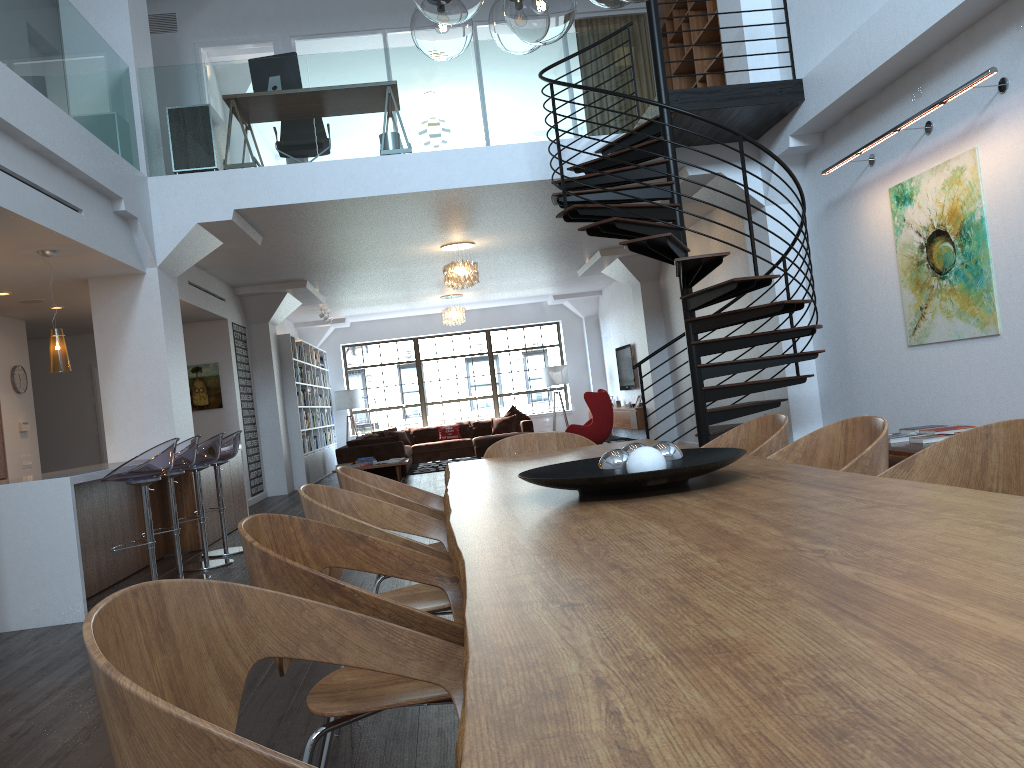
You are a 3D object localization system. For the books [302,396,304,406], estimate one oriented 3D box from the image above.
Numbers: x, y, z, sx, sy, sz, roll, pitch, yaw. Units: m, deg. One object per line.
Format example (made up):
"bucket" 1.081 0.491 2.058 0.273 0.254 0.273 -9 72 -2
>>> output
"books" -3.494 0.249 14.437 0.170 0.245 0.057 -7 -1 -5

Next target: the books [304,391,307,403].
"books" -3.523 0.254 14.773 0.182 0.253 0.034 -7 -1 -5

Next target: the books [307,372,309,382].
"books" -3.607 -0.092 15.345 0.161 0.223 0.026 -7 -1 -5

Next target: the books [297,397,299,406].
"books" -3.427 0.281 13.992 0.110 0.153 0.019 -7 -1 -5

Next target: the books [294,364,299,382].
"books" -3.498 -0.158 14.116 0.176 0.290 0.053 -7 -1 -5

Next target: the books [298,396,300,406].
"books" -3.429 0.278 14.057 0.106 0.162 0.032 -7 -1 -5

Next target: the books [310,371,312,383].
"books" -3.635 -0.097 15.701 0.159 0.250 0.026 -7 -1 -5

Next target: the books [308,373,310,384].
"books" -3.621 -0.101 15.440 0.170 0.245 0.057 -7 -1 -5

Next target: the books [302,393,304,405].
"books" -3.491 0.261 14.505 0.161 0.223 0.027 -7 -1 -5

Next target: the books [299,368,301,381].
"books" -3.554 -0.122 14.549 0.171 0.246 0.039 -7 -1 -5

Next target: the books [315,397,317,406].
"books" -3.613 0.284 15.920 0.174 0.251 0.051 -7 -1 -5

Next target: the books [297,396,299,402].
"books" -3.434 0.276 14.030 0.120 0.167 0.020 -7 -1 -5

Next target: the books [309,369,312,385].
"books" -3.645 -0.114 15.627 0.197 0.283 0.065 -7 -1 -5

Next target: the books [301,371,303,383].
"books" -3.551 -0.109 14.660 0.161 0.223 0.032 -7 -1 -5

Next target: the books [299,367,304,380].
"books" -3.593 -0.132 14.848 0.198 0.284 0.049 -7 -1 -5

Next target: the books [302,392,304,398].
"books" -3.507 0.260 14.563 0.167 0.230 0.037 -7 -1 -5

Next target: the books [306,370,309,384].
"books" -3.600 -0.110 15.243 0.182 0.253 0.034 -7 -1 -5

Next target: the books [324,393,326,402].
"books" -3.750 0.321 17.418 0.180 0.259 0.042 -7 -1 -5

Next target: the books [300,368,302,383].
"books" -3.564 -0.124 14.622 0.183 0.253 0.042 -7 -1 -5

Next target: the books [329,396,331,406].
"books" -3.790 0.359 18.067 0.182 0.215 0.188 -7 -1 -5

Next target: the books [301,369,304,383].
"books" -3.562 -0.115 14.735 0.174 0.240 0.054 -7 -1 -5

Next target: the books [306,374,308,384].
"books" -3.580 -0.115 15.070 0.182 0.253 0.034 -7 -1 -5

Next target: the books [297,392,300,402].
"books" -3.455 0.247 14.115 0.140 0.231 0.042 -7 -1 -5

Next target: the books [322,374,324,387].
"books" -3.767 -0.057 17.262 0.183 0.253 0.034 -7 -1 -5

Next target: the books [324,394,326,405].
"books" -3.738 0.325 17.339 0.171 0.246 0.039 -7 -1 -5

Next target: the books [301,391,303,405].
"books" -3.486 0.251 14.386 0.174 0.239 0.045 -7 -1 -5

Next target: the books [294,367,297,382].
"books" -3.497 -0.135 14.037 0.174 0.242 0.105 -7 -1 -5

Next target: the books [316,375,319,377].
"books" -3.741 -0.056 16.867 0.140 0.231 0.042 -7 -1 -5

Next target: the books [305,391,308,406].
"books" -3.515 0.254 14.808 0.182 0.253 0.034 -7 -1 -5

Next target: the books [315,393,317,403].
"books" -3.634 0.293 16.093 0.171 0.246 0.036 -7 -1 -5

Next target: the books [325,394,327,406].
"books" -3.751 0.326 17.504 0.183 0.253 0.042 -7 -1 -5

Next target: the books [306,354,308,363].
"books" -3.668 -0.432 15.603 0.128 0.178 0.022 -7 -1 -5

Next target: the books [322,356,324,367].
"books" -3.859 -0.414 17.712 0.183 0.253 0.042 -7 -1 -5

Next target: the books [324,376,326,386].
"books" -3.801 -0.031 17.677 0.161 0.223 0.026 -7 -1 -5

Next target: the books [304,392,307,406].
"books" -3.512 0.259 14.734 0.174 0.239 0.045 -7 -1 -5

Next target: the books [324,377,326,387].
"books" -3.809 -0.039 17.641 0.174 0.240 0.045 -7 -1 -5

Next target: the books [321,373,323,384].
"books" -3.767 -0.077 17.186 0.176 0.290 0.053 -7 -1 -5

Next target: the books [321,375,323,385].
"books" -3.751 -0.045 17.147 0.161 0.223 0.026 -7 -1 -5

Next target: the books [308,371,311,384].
"books" -3.621 -0.097 15.491 0.174 0.239 0.045 -7 -1 -5

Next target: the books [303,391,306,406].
"books" -3.506 0.250 14.634 0.182 0.253 0.034 -7 -1 -5

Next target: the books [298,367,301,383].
"books" -3.553 -0.130 14.470 0.180 0.259 0.042 -7 -1 -5

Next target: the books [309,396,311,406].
"books" -3.549 0.279 15.218 0.161 0.223 0.032 -7 -1 -5

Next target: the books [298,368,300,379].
"books" -3.540 -0.130 14.385 0.183 0.253 0.042 -7 -1 -5

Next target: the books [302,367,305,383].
"books" -3.581 -0.136 14.901 0.176 0.291 0.053 -7 -1 -5

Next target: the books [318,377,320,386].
"books" -3.730 -0.037 16.827 0.139 0.191 0.036 -7 -1 -5

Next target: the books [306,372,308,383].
"books" -3.589 -0.106 15.143 0.174 0.239 0.045 -7 -1 -5

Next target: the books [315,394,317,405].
"books" -3.613 0.301 15.991 0.161 0.223 0.030 -7 -1 -5

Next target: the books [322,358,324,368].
"books" -3.858 -0.415 17.668 0.183 0.253 0.042 -7 -1 -5

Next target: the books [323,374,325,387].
"books" -3.779 -0.053 17.423 0.183 0.253 0.034 -7 -1 -5

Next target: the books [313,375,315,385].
"books" -3.668 -0.060 16.138 0.146 0.202 0.027 -7 -1 -5

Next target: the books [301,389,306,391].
"books" -3.533 0.239 14.870 0.176 0.294 0.102 -7 -1 -5

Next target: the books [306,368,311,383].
"books" -3.636 -0.119 15.567 0.176 0.290 0.053 -7 -1 -5

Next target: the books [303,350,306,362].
"books" -3.657 -0.464 15.371 0.140 0.231 0.042 -7 -1 -5

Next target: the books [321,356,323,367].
"books" -3.848 -0.418 17.581 0.183 0.253 0.042 -7 -1 -5

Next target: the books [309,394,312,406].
"books" -3.564 0.293 15.374 0.161 0.207 0.135 -7 -1 -5

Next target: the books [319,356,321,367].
"books" -3.800 -0.414 17.203 0.161 0.223 0.032 -7 -1 -5

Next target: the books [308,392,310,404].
"books" -3.548 0.270 15.142 0.174 0.240 0.054 -7 -1 -5

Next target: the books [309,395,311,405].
"books" -3.568 0.267 15.253 0.183 0.253 0.042 -7 -1 -5
